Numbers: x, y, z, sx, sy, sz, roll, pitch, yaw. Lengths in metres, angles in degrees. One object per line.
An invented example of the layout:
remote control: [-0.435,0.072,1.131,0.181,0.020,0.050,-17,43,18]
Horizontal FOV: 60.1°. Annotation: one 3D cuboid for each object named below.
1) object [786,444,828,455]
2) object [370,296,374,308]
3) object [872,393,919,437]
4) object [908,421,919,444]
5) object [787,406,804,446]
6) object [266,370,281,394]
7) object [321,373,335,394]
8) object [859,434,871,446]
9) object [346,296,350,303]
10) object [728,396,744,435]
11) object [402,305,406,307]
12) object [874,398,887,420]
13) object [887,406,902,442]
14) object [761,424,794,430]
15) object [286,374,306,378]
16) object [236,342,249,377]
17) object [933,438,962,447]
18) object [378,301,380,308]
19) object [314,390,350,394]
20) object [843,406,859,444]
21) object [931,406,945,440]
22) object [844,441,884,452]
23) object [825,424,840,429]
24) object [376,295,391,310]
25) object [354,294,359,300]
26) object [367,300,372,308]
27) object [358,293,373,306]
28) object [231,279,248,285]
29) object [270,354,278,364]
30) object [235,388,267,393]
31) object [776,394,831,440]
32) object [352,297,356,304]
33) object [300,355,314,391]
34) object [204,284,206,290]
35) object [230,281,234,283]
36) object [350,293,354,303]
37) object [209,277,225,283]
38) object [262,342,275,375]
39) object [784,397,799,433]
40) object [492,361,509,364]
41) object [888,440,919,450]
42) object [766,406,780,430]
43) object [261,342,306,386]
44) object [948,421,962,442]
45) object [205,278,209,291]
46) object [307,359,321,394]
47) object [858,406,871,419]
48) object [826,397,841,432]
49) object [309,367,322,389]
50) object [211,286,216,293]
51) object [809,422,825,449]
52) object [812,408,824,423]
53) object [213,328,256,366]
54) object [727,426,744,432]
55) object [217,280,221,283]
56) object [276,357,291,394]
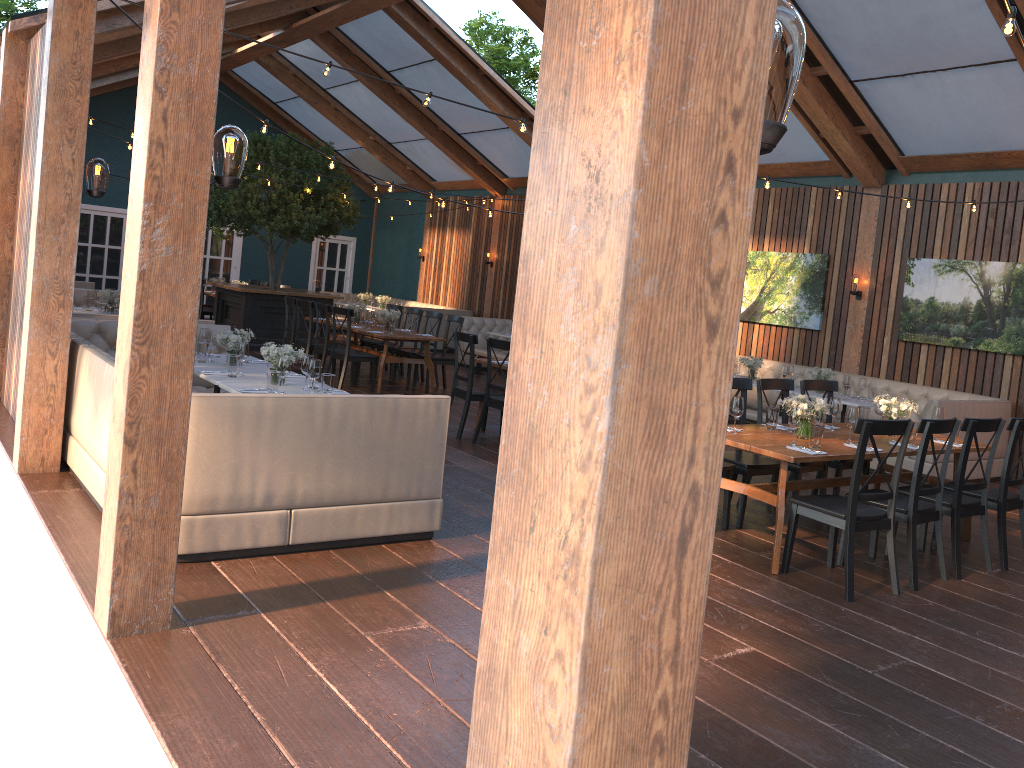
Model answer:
object: [1.795,0.399,5.446,0.157,0.019,0.257,1,8,-36]
object: [-2.979,-1.741,18.812,0.092,0.243,0.092,7,3,12]
object: [2.830,0.229,6.564,0.330,0.308,0.337,8,5,19]
object: [2.817,0.342,6.248,0.091,0.157,0.092,5,4,-10]
object: [1.796,0.266,5.607,0.092,0.243,0.092,6,3,6]
object: [-1.556,-0.004,5.764,0.092,0.157,0.091,9,5,40]
object: [-1.230,0.015,5.895,0.092,0.157,0.091,9,5,40]
object: [2.378,0.332,5.943,0.091,0.157,0.092,5,4,-10]
object: [-3.660,-1.872,19.679,0.092,0.157,0.091,9,5,40]
object: [1.476,0.207,5.828,0.092,0.243,0.092,6,3,6]
object: [-2.225,-1.545,18.199,0.092,0.157,0.091,9,5,40]
object: [2.841,0.232,6.826,0.092,0.243,0.092,6,3,6]
object: [2.709,0.284,6.269,0.092,0.243,0.092,6,3,6]
object: [1.934,0.307,6.347,0.157,0.019,0.257,1,8,-36]
object: [-1.704,-0.067,6.758,0.254,0.019,0.158,1,8,-36]
object: [-1.984,-0.180,6.508,0.092,0.243,0.092,6,3,6]
object: [3.173,0.425,6.450,0.157,0.019,0.257,1,8,-36]
object: [-2.853,-1.756,19.052,0.092,0.243,0.092,7,3,12]
object: [-1.268,0.051,6.151,0.254,0.019,0.158,1,8,-36]
object: [2.284,0.276,5.960,0.092,0.243,0.092,6,3,6]
object: [3.180,0.292,6.620,0.092,0.243,0.092,6,3,6]
object: [2.286,0.408,5.806,0.157,0.019,0.257,1,8,-36]
object: [2.358,0.315,6.659,0.157,0.019,0.257,1,8,-36]
object: [-2.724,-1.731,18.679,0.336,0.308,0.330,7,5,6]
object: [-3.422,-1.862,19.442,0.092,0.243,0.092,6,3,6]
object: [-3.017,-1.689,18.710,0.092,0.157,0.091,9,5,40]
object: [-3.218,-1.861,19.342,0.330,0.308,0.337,8,5,19]
object: [-5.165,-1.816,16.736,0.328,0.308,0.338,4,5,-21]
object: [-1.829,-0.162,6.854,0.092,0.157,0.091,9,5,40]
object: [-1.696,0.039,5.867,0.254,0.019,0.158,1,8,-36]
object: [1.969,0.210,5.961,0.336,0.308,0.331,6,5,-3]
object: [-3.459,-1.810,19.340,0.092,0.157,0.091,9,5,40]
object: [-1.422,-0.078,6.141,0.092,0.243,0.092,6,3,6]
object: [-6.112,-1.931,17.505,0.091,0.157,0.092,5,4,-10]
object: [-5.531,-1.906,17.449,0.092,0.243,0.092,6,3,6]
object: [-3.551,-1.899,19.644,0.092,0.243,0.092,6,3,6]
object: [-5.818,-1.979,17.531,0.328,0.308,0.338,2,6,-38]
object: [-1.857,-0.195,6.747,0.092,0.243,0.092,6,3,6]
object: [1.952,0.216,6.173,0.092,0.243,0.092,6,3,6]
object: [-0.081,-0.224,9.040,0.254,0.019,0.158,1,8,-36]
object: [2.712,0.417,6.109,0.157,0.019,0.257,1,8,-36]
object: [1.824,0.241,6.208,0.091,0.157,0.092,5,4,-10]
object: [-1.649,-0.151,6.280,0.337,0.308,0.329,9,6,28]
object: [3.296,0.351,6.596,0.091,0.157,0.092,5,4,-10]
object: [-6.075,-1.982,17.607,0.092,0.243,0.092,6,3,6]
object: [-1.329,-0.042,5.925,0.092,0.243,0.092,6,3,6]
object: [2.730,0.257,6.882,0.091,0.157,0.092,5,4,-10]
object: [2.359,0.222,6.486,0.092,0.243,0.092,6,3,6]
object: [-1.393,-0.044,6.247,0.092,0.157,0.091,9,5,40]
object: [-5.752,-1.841,17.064,0.091,0.157,0.092,5,4,-10]
object: [1.918,0.326,5.581,0.091,0.157,0.092,5,4,-10]
object: [2.259,0.249,6.533,0.091,0.157,0.092,5,4,-10]
object: [-2.218,-0.300,7.037,0.328,0.308,0.338,5,5,-14]
object: [1.462,0.299,5.999,0.157,0.019,0.257,1,8,-36]
object: [-5.702,-1.891,17.173,0.092,0.243,0.092,6,3,6]
object: [-1.519,-0.055,5.866,0.092,0.243,0.092,6,3,6]
